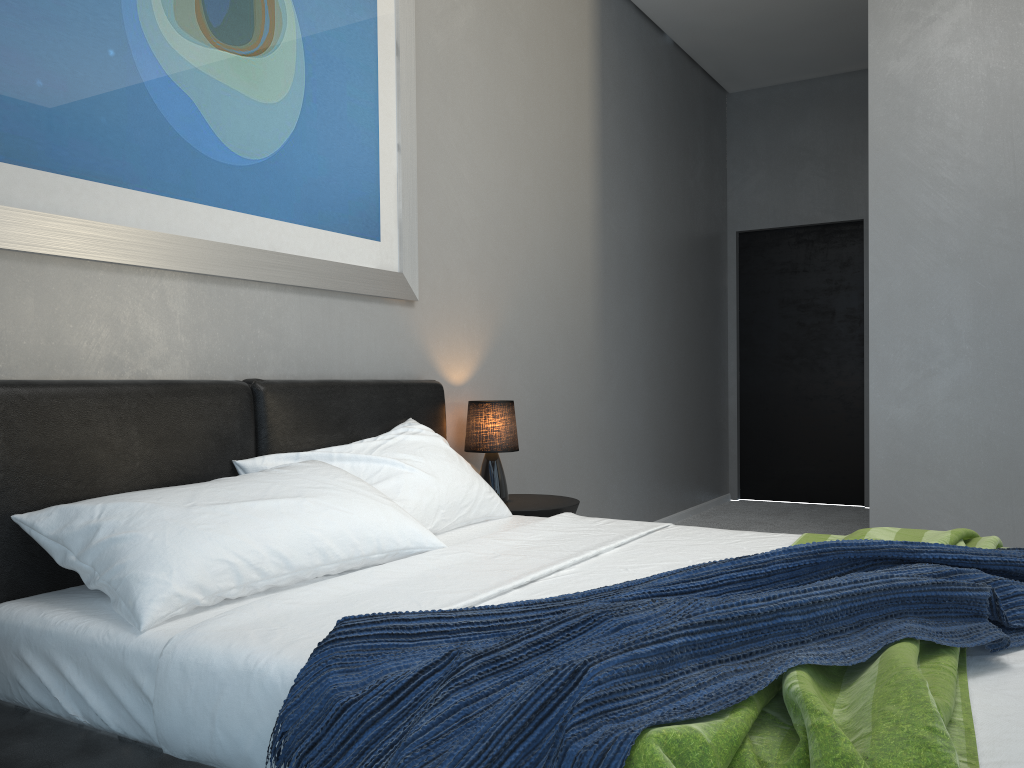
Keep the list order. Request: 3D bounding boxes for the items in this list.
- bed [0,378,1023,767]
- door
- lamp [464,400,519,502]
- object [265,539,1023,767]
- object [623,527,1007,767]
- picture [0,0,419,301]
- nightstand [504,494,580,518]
[{"bbox_3d":[0.289,0.438,1.934,2.617,0.934,2.754,-1,0,30],"label":"bed"},{"bbox_3d":[2.370,-0.144,6.076,0.677,2.051,1.826,-1,1,-19],"label":"door"},{"bbox_3d":[-0.081,0.266,3.528,0.219,0.400,0.208,0,1,11],"label":"lamp"},{"bbox_3d":[0.700,0.565,1.505,2.153,0.568,0.685,-1,0,-18],"label":"object"},{"bbox_3d":[0.697,0.507,1.691,0.646,0.342,2.301,-1,0,30],"label":"object"},{"bbox_3d":[-0.824,-1.007,2.543,0.025,1.401,1.799,0,1,30],"label":"picture"},{"bbox_3d":[0.022,0.685,3.515,0.496,0.440,0.496,-1,1,-31],"label":"nightstand"}]
